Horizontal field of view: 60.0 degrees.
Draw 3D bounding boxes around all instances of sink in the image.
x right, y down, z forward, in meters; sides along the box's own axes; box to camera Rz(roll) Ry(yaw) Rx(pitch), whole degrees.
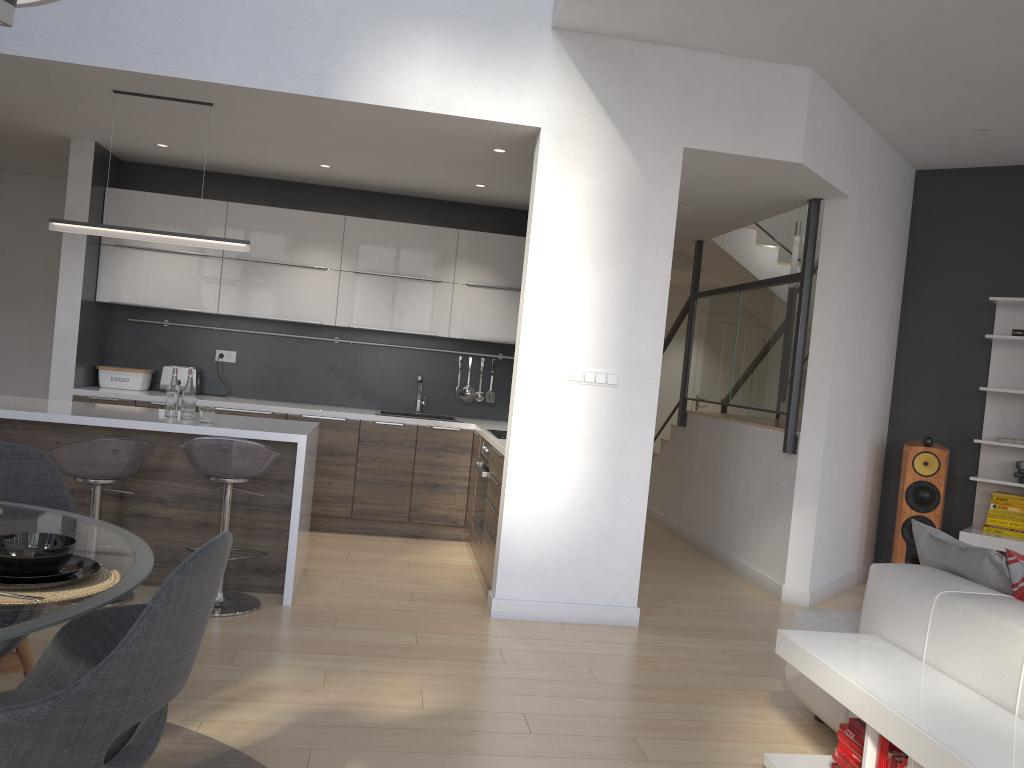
[{"bbox_3d":[-0.687,0.205,6.527,0.626,0.518,0.512,5,1,-8],"label":"sink"}]

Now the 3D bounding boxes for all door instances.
[{"bbox_3d":[2.578,0.258,10.757,0.974,2.136,0.085,7,2,37],"label":"door"}]

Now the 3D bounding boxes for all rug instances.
[{"bbox_3d":[-1.582,1.101,1.760,2.499,0.010,2.499,5,1,-35],"label":"rug"}]

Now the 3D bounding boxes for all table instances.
[{"bbox_3d":[-1.543,0.715,1.741,1.499,0.764,1.499,5,1,-19],"label":"table"}]

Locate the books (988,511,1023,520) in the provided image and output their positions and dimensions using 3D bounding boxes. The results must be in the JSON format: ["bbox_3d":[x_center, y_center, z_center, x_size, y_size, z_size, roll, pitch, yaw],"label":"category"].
[{"bbox_3d":[3.304,0.871,5.892,0.228,0.024,0.152,7,2,41],"label":"books"}]

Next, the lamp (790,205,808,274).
[{"bbox_3d":[2.986,-3.805,8.510,0.359,6.725,0.359,5,1,-17],"label":"lamp"}]

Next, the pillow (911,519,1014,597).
[{"bbox_3d":[2.204,0.828,2.109,0.647,0.453,2.953,5,1,-20],"label":"pillow"}]

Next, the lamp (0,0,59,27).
[{"bbox_3d":[-1.186,-2.967,1.674,1.000,4.513,1.000,5,1,-6],"label":"lamp"}]

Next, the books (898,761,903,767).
[{"bbox_3d":[1.115,1.148,2.370,0.195,0.259,0.042,5,1,-8],"label":"books"}]

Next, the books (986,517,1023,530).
[{"bbox_3d":[3.313,0.920,5.891,0.255,0.044,0.198,7,2,37],"label":"books"}]

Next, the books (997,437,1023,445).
[{"bbox_3d":[3.336,0.379,5.870,0.209,0.030,0.266,6,1,30],"label":"books"}]

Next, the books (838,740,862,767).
[{"bbox_3d":[1.141,1.143,2.678,0.191,0.028,0.261,5,1,-8],"label":"books"}]

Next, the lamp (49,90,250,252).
[{"bbox_3d":[-1.846,-1.120,4.614,0.998,0.756,0.020,5,1,-8],"label":"lamp"}]

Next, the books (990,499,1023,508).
[{"bbox_3d":[3.336,0.796,5.895,0.167,0.023,0.238,5,2,-37],"label":"books"}]

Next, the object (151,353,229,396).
[{"bbox_3d":[-2.358,-0.084,6.491,0.562,0.319,0.191,5,1,-8],"label":"object"}]

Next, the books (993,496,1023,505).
[{"bbox_3d":[3.343,0.773,5.886,0.234,0.024,0.171,7,2,41],"label":"books"}]

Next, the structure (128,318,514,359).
[{"bbox_3d":[-1.327,-0.331,6.697,3.000,0.045,0.050,5,1,-8],"label":"structure"}]

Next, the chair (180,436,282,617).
[{"bbox_3d":[-1.383,0.648,4.283,0.475,0.838,0.434,5,1,-10],"label":"chair"}]

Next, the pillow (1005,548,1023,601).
[{"bbox_3d":[1.887,0.830,1.967,0.575,0.449,2.250,5,1,-11],"label":"pillow"}]

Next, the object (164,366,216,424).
[{"bbox_3d":[-1.638,0.053,4.533,0.148,0.267,0.323,4,2,-43],"label":"object"}]

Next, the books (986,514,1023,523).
[{"bbox_3d":[3.323,0.891,5.903,0.263,0.015,0.198,7,2,40],"label":"books"}]

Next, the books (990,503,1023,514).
[{"bbox_3d":[3.337,0.826,5.890,0.250,0.035,0.185,7,2,40],"label":"books"}]

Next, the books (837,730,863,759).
[{"bbox_3d":[1.128,1.115,2.672,0.179,0.028,0.269,5,1,-7],"label":"books"}]

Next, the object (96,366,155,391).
[{"bbox_3d":[-2.789,-0.041,6.393,0.380,0.148,0.263,5,1,-8],"label":"object"}]

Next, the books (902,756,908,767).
[{"bbox_3d":[1.126,1.134,2.336,0.214,0.291,0.049,5,1,-8],"label":"books"}]

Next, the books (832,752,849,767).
[{"bbox_3d":[1.112,1.192,2.681,0.187,0.026,0.266,6,1,-2],"label":"books"}]

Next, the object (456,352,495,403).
[{"bbox_3d":[-0.280,-0.049,6.845,0.320,0.389,0.069,5,1,-7],"label":"object"}]

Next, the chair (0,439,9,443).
[{"bbox_3d":[-2.521,0.565,4.139,0.475,0.787,0.434,6,1,10],"label":"chair"}]

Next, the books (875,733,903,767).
[{"bbox_3d":[1.108,1.129,2.476,0.208,0.294,0.036,5,1,-8],"label":"books"}]

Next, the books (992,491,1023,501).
[{"bbox_3d":[3.352,0.749,5.911,0.234,0.024,0.171,7,2,41],"label":"books"}]

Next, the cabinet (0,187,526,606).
[{"bbox_3d":[-1.862,-0.257,5.443,4.694,2.501,2.402,5,1,-8],"label":"cabinet"}]

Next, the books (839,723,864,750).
[{"bbox_3d":[1.133,1.089,2.673,0.178,0.025,0.254,5,1,-9],"label":"books"}]

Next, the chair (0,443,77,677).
[{"bbox_3d":[-1.591,0.638,2.494,0.655,0.891,0.619,5,1,-7],"label":"chair"}]

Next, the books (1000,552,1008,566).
[{"bbox_3d":[3.245,1.258,5.798,0.128,0.321,0.259,7,2,37],"label":"books"}]

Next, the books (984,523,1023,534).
[{"bbox_3d":[3.306,0.955,5.888,0.269,0.025,0.213,7,2,40],"label":"books"}]

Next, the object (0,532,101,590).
[{"bbox_3d":[-0.959,0.349,1.765,0.258,0.074,0.258,5,1,-28],"label":"object"}]

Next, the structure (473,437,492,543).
[{"bbox_3d":[0.065,0.673,5.594,0.584,0.588,0.587,5,1,-8],"label":"structure"}]

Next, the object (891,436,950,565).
[{"bbox_3d":[2.828,0.899,6.166,0.290,1.088,0.434,6,1,22],"label":"object"}]

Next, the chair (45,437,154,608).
[{"bbox_3d":[-1.975,0.617,4.199,0.434,0.787,0.475,7,2,45],"label":"chair"}]

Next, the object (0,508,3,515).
[{"bbox_3d":[-1.503,0.324,2.258,0.360,0.002,0.360,5,1,-33],"label":"object"}]

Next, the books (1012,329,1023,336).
[{"bbox_3d":[3.449,-0.320,5.810,0.268,0.046,0.208,7,2,40],"label":"books"}]

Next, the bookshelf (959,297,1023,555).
[{"bbox_3d":[4.302,0.583,5.059,3.000,2.052,0.455,7,2,37],"label":"bookshelf"}]

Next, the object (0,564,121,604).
[{"bbox_3d":[-0.974,0.386,1.764,0.360,0.002,0.360,6,1,34],"label":"object"}]

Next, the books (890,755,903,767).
[{"bbox_3d":[1.120,1.148,2.409,0.207,0.259,0.034,5,1,-8],"label":"books"}]

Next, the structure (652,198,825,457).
[{"bbox_3d":[2.939,-0.771,7.716,2.823,4.339,4.190,5,1,-8],"label":"structure"}]

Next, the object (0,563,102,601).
[{"bbox_3d":[-0.974,0.378,1.773,0.206,0.015,0.309,6,1,-4],"label":"object"}]

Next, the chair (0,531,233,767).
[{"bbox_3d":[-0.921,0.720,1.769,0.619,0.891,0.655,6,1,-2],"label":"chair"}]

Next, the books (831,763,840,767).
[{"bbox_3d":[1.119,1.222,2.674,0.206,0.034,0.259,6,1,-5],"label":"books"}]

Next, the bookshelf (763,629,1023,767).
[{"bbox_3d":[1.220,1.131,1.714,0.356,0.500,2.600,5,1,-8],"label":"bookshelf"}]

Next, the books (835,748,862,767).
[{"bbox_3d":[1.123,1.167,2.671,0.182,0.025,0.257,5,1,-8],"label":"books"}]

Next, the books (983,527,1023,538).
[{"bbox_3d":[3.300,0.981,5.880,0.270,0.029,0.204,7,2,42],"label":"books"}]

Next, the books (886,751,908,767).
[{"bbox_3d":[1.114,1.147,2.442,0.181,0.255,0.031,5,1,-8],"label":"books"}]

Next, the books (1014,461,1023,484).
[{"bbox_3d":[3.486,0.595,5.786,0.343,0.137,0.277,7,2,37],"label":"books"}]

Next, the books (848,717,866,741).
[{"bbox_3d":[1.128,1.062,2.664,0.152,0.029,0.206,6,1,-2],"label":"books"}]

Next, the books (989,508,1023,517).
[{"bbox_3d":[3.327,0.852,5.899,0.251,0.019,0.180,7,2,37],"label":"books"}]

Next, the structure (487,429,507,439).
[{"bbox_3d":[0.144,0.337,5.593,0.550,0.006,0.600,5,1,-8],"label":"structure"}]

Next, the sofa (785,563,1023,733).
[{"bbox_3d":[2.658,1.146,2.177,2.614,0.732,3.424,5,1,-8],"label":"sofa"}]
